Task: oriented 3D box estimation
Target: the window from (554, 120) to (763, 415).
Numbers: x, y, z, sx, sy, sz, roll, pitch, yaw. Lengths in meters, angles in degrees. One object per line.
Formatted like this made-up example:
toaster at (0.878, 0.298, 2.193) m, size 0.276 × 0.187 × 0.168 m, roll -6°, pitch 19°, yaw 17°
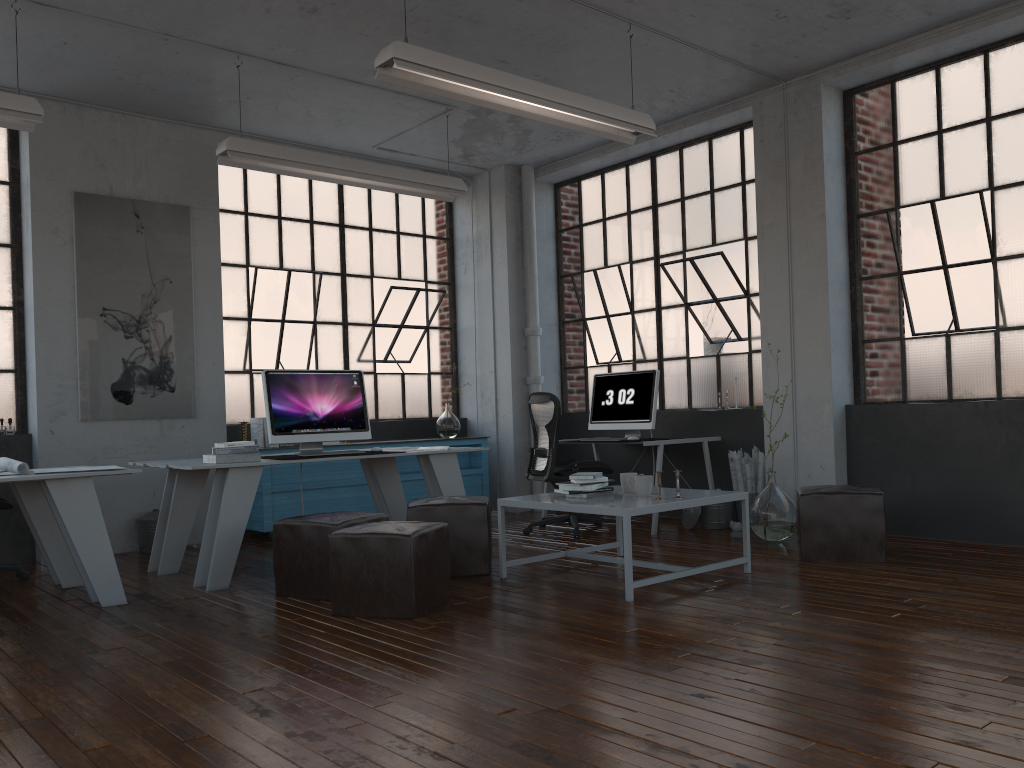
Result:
window at (1.281, -0.886, 7.788) m, size 0.669 × 2.390 × 2.592 m, roll -2°, pitch -1°, yaw -41°

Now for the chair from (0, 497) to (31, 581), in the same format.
chair at (-3.426, 0.680, 5.371) m, size 0.770 × 1.085 × 0.792 m, roll -2°, pitch -1°, yaw 18°

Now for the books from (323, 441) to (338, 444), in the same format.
books at (-1.590, 0.484, 7.321) m, size 0.248 × 0.014 × 0.187 m, roll 0°, pitch -3°, yaw -42°

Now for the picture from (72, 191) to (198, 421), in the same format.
picture at (-2.798, -0.560, 6.621) m, size 0.853 × 1.650 × 0.025 m, roll -1°, pitch -1°, yaw -41°

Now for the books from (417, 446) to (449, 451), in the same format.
books at (-0.537, 0.441, 6.056) m, size 0.205 × 0.019 × 0.243 m, roll -2°, pitch -2°, yaw -1°

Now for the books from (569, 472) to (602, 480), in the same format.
books at (0.412, 0.512, 4.947) m, size 0.141 × 0.026 × 0.202 m, roll -3°, pitch -2°, yaw 19°

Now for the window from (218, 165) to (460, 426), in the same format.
window at (-1.539, -0.777, 8.132) m, size 2.590 × 2.390 × 0.670 m, roll -1°, pitch -1°, yaw -41°

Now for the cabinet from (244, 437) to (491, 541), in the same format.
cabinet at (-1.249, 0.872, 7.719) m, size 2.262 × 0.732 × 0.627 m, roll 0°, pitch -2°, yaw -40°

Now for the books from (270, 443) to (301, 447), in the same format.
books at (-1.796, 0.490, 7.148) m, size 0.258 × 0.032 × 0.191 m, roll 0°, pitch -3°, yaw -38°

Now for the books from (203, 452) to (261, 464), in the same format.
books at (-1.648, 0.434, 5.212) m, size 0.271 × 0.050 × 0.200 m, roll 0°, pitch -3°, yaw -40°

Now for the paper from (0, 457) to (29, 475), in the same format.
paper at (-3.099, 0.444, 4.582) m, size 1.074 × 0.105 × 0.976 m, roll 0°, pitch -3°, yaw -40°

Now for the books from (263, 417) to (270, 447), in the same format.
books at (-2.036, 0.394, 7.233) m, size 0.053 × 0.241 × 0.172 m, roll -2°, pitch -1°, yaw -41°

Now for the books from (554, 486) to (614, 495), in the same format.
books at (0.401, 0.594, 4.978) m, size 0.274 × 0.025 × 0.210 m, roll -1°, pitch -2°, yaw -20°

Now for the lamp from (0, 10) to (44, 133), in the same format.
lamp at (-3.307, -1.712, 4.255) m, size 1.877 × 0.628 × 0.202 m, roll 0°, pitch -1°, yaw -40°

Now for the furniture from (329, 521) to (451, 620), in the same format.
furniture at (-0.583, 0.891, 4.294) m, size 0.471 × 0.431 × 0.470 m, roll -2°, pitch -1°, yaw 18°

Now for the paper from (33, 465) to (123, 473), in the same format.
paper at (-2.327, 0.456, 4.756) m, size 0.428 × 0.001 × 0.485 m, roll -1°, pitch -2°, yaw -30°

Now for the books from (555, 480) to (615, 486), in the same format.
books at (0.411, 0.552, 4.982) m, size 0.275 × 0.014 × 0.200 m, roll 0°, pitch -3°, yaw -40°

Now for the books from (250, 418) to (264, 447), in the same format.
books at (-2.074, 0.394, 7.214) m, size 0.032 × 0.239 × 0.172 m, roll -2°, pitch -1°, yaw -41°

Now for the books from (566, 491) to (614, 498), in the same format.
books at (0.435, 0.616, 4.990) m, size 0.218 × 0.028 × 0.171 m, roll 0°, pitch -3°, yaw -40°

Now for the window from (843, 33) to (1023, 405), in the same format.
window at (3.278, -1.037, 5.446) m, size 0.669 × 2.390 × 2.592 m, roll -2°, pitch -1°, yaw -41°

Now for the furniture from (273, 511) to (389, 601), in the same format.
furniture at (-0.963, 0.917, 4.775) m, size 0.480 × 0.439 × 0.479 m, roll -3°, pitch -1°, yaw 28°

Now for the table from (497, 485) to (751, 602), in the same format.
table at (0.617, 0.841, 4.929) m, size 0.991 × 0.444 × 0.973 m, roll 0°, pitch -2°, yaw -40°

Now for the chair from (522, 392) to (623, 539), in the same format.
chair at (0.431, 0.600, 6.880) m, size 0.792 × 1.085 × 0.771 m, roll -1°, pitch -1°, yaw -37°

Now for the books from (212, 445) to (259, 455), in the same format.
books at (-1.624, 0.385, 5.203) m, size 0.257 × 0.044 × 0.193 m, roll -1°, pitch -2°, yaw -20°

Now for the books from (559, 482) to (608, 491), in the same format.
books at (0.402, 0.571, 4.978) m, size 0.200 × 0.031 × 0.272 m, roll -3°, pitch -2°, yaw 24°

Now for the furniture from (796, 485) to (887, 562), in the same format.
furniture at (1.975, 0.844, 5.343) m, size 0.503 × 0.460 × 0.503 m, roll -2°, pitch -1°, yaw 17°

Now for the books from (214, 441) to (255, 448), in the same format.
books at (-1.633, 0.355, 5.216) m, size 0.185 × 0.030 × 0.153 m, roll 0°, pitch -3°, yaw -40°

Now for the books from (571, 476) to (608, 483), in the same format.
books at (0.431, 0.535, 4.960) m, size 0.184 × 0.026 × 0.125 m, roll -2°, pitch -2°, yaw -10°

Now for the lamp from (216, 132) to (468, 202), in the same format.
lamp at (-1.102, -1.498, 6.129) m, size 1.877 × 0.205 × 0.202 m, roll 0°, pitch -2°, yaw -40°

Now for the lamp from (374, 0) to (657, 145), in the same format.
lamp at (0.094, -1.790, 4.804) m, size 1.877 × 0.628 × 0.202 m, roll 0°, pitch -1°, yaw -40°

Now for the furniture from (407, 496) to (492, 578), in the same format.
furniture at (-0.370, 0.904, 5.284) m, size 0.503 × 0.460 × 0.503 m, roll -2°, pitch -1°, yaw -2°

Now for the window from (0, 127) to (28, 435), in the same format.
window at (-4.510, -0.764, 5.596) m, size 2.590 × 2.390 × 0.670 m, roll -1°, pitch -1°, yaw -41°
